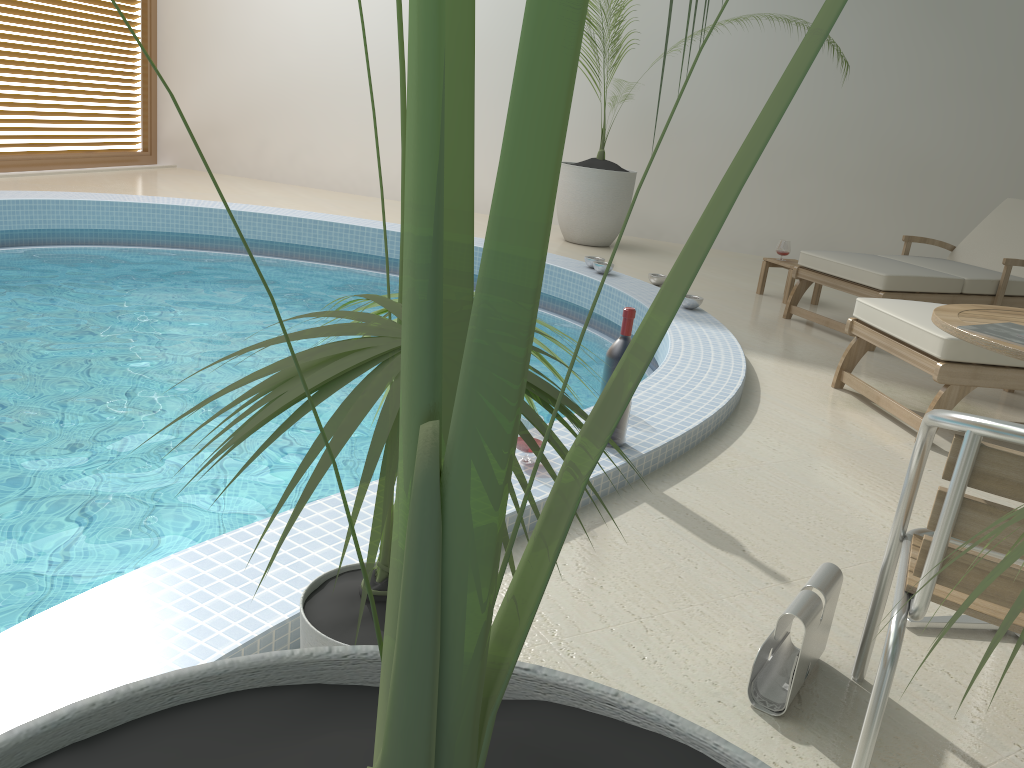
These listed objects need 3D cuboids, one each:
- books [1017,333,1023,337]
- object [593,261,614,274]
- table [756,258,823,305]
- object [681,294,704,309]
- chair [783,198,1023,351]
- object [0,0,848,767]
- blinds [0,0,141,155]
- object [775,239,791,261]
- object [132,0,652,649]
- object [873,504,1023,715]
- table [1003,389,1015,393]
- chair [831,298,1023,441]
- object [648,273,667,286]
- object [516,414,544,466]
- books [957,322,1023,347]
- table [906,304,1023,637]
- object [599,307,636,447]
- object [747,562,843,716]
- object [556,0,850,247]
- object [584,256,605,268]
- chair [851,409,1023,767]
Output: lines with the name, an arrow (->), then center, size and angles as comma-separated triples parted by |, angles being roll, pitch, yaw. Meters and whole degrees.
books -> 1.194, -0.086, 1.855 | 0.241, 0.004, 0.166 | -5, 21, -35
object -> 0.593, -0.753, 5.784 | 0.140, 0.069, 0.140 | 1, 18, -18
table -> 1.927, -0.711, 6.137 | 0.283, 0.255, 0.320 | -1, 19, -25
object -> 1.008, -0.460, 5.020 | 0.140, 0.069, 0.140 | 1, 18, -18
chair -> 2.742, -0.723, 5.475 | 1.903, 0.866, 0.861 | -1, 19, -25
object -> 0.065, -0.543, 0.315 | 2.979, 2.960, 2.729 | 17, 20, 28
blinds -> -4.396, -3.230, 7.083 | 0.095, 2.921, 4.414 | 11, 18, 11
object -> 1.878, -0.927, 6.143 | 0.102, 0.137, 0.102 | 16, 19, 25
object -> -0.201, -0.190, 1.224 | 0.791, 1.695, 1.059 | 7, 17, -1
object -> 0.894, 0.140, 0.613 | 0.791, 1.695, 1.059 | -8, 23, -40
table -> 2.584, -0.119, 4.519 | 0.283, 0.255, 0.320 | 4, 18, -9
chair -> 2.506, -0.217, 3.777 | 1.903, 0.866, 0.861 | 4, 18, -9
object -> 0.998, -0.711, 6.077 | 0.140, 0.069, 0.140 | 1, 18, -18
object -> 0.049, 0.159, 2.558 | 0.102, 0.137, 0.102 | 14, 18, 20
books -> 1.081, -0.103, 1.879 | 0.241, 0.004, 0.166 | -5, 21, -35
table -> 1.247, 0.252, 2.030 | 0.700, 0.720, 0.700 | 17, 20, 30
object -> 0.331, -0.024, 2.745 | 0.109, 0.435, 0.109 | -8, 23, -41
object -> 0.576, 0.504, 1.794 | 0.081, 0.223, 0.272 | 18, 20, 30
object -> 0.967, -2.572, 7.115 | 2.979, 2.960, 2.729 | 0, 19, -22
object -> 0.551, -0.812, 5.953 | 0.140, 0.069, 0.140 | 1, 18, -18
chair -> 0.934, 0.387, 1.445 | 0.618, 0.727, 0.563 | 15, 19, 23
